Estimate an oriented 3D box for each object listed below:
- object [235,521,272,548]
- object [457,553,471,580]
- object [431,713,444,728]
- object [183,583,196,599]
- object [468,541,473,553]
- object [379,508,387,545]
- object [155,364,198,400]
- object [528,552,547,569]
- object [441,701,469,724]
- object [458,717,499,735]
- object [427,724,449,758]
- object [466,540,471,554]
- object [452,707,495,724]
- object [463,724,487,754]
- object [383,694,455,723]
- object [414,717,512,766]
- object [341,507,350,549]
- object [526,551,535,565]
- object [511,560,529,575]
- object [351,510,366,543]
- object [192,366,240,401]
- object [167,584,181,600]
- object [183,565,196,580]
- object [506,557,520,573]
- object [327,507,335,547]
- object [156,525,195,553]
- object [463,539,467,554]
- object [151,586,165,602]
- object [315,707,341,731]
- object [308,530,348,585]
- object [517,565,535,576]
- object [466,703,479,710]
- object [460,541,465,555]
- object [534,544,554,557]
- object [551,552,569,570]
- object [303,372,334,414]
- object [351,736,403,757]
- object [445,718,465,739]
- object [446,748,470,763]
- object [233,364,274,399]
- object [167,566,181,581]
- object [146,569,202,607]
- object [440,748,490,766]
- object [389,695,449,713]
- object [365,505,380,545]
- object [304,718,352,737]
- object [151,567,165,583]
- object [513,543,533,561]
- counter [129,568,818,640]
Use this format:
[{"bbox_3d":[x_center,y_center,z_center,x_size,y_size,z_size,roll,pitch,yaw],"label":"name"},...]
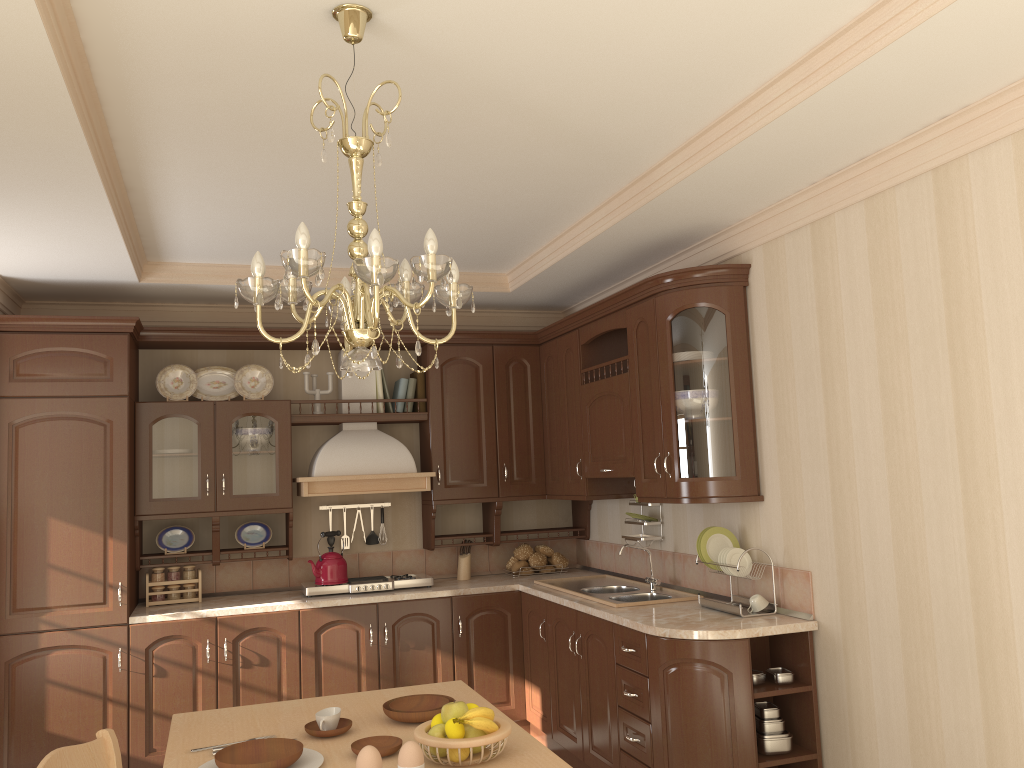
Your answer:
[{"bbox_3d":[-1.450,0.843,4.978,0.202,0.143,0.071,0,-6,-21],"label":"object"},{"bbox_3d":[-0.282,1.098,5.342,0.078,0.148,0.151,-4,-6,19],"label":"object"},{"bbox_3d":[-0.176,0.834,2.177,0.045,0.047,0.055,-4,-6,13],"label":"object"},{"bbox_3d":[-1.750,1.124,4.809,0.068,0.088,0.068,-2,-6,-3],"label":"object"},{"bbox_3d":[-0.259,1.034,5.384,0.022,0.159,0.050,-7,-8,40],"label":"object"},{"bbox_3d":[-0.775,0.853,5.312,0.049,0.219,0.049,3,-8,-41],"label":"object"},{"bbox_3d":[-1.845,-0.010,4.883,0.220,0.210,0.068,0,-6,-20],"label":"object"},{"bbox_3d":[0.154,1.071,5.380,0.110,0.102,0.115,-3,-6,10],"label":"object"},{"bbox_3d":[-0.138,0.803,2.153,0.068,0.061,0.069,-2,-6,-2],"label":"object"},{"bbox_3d":[-0.066,0.823,2.105,0.064,0.094,0.176,-4,-6,18],"label":"object"},{"bbox_3d":[-0.169,0.851,2.118,0.074,0.076,0.072,3,-8,-43],"label":"object"},{"bbox_3d":[-0.268,1.041,5.346,0.053,0.198,0.027,2,-7,-35],"label":"object"},{"bbox_3d":[-0.077,0.807,2.124,0.066,0.085,0.184,-4,-6,19],"label":"object"},{"bbox_3d":[-0.094,0.849,2.126,0.077,0.065,0.076,3,-8,-42],"label":"object"},{"bbox_3d":[-0.262,0.922,2.504,0.204,0.042,0.204,-5,-6,20],"label":"object"},{"bbox_3d":[-0.118,0.863,2.138,0.235,0.068,0.235,-6,-7,28],"label":"object"},{"bbox_3d":[-0.987,0.853,5.243,0.051,0.245,0.003,0,-6,-19],"label":"object"},{"bbox_3d":[0.110,1.074,5.472,0.110,0.092,0.113,-6,-7,33],"label":"object"},{"bbox_3d":[0.049,1.113,5.363,0.104,0.092,0.114,-6,-7,28],"label":"object"},{"bbox_3d":[-0.914,0.845,5.267,0.089,0.195,0.005,0,-6,-19],"label":"object"},{"bbox_3d":[-1.670,-0.003,5.001,0.342,0.209,0.073,-1,-6,-17],"label":"object"},{"bbox_3d":[-1.822,1.124,4.779,0.068,0.088,0.068,-2,-6,-3],"label":"object"},{"bbox_3d":[-1.754,1.024,4.819,0.068,0.088,0.068,-2,-6,-3],"label":"object"},{"bbox_3d":[0.013,1.102,5.427,0.092,0.109,0.123,-7,-7,39],"label":"object"},{"bbox_3d":[-1.066,0.841,5.215,0.048,0.231,0.015,-1,-6,-17],"label":"object"},{"bbox_3d":[-1.840,0.847,4.849,0.202,0.143,0.071,0,-6,-21],"label":"object"},{"bbox_3d":[-0.289,1.039,5.373,0.027,0.191,0.052,-5,-6,27],"label":"object"},{"bbox_3d":[-1.894,1.124,4.748,0.068,0.088,0.068,-2,-6,-3],"label":"object"},{"bbox_3d":[-0.494,0.911,2.378,0.063,0.055,0.119,-3,-6,10],"label":"object"},{"bbox_3d":[-1.000,0.953,4.874,0.181,0.282,0.227,-3,-6,5],"label":"object"},{"bbox_3d":[0.081,1.133,5.394,0.119,0.058,0.114,-7,-7,36],"label":"object"},{"bbox_3d":[-0.103,0.813,2.193,0.054,0.046,0.047,-5,-6,23],"label":"object"},{"bbox_3d":[-0.305,1.048,5.346,0.053,0.198,0.027,2,-7,-35],"label":"object"},{"bbox_3d":[0.198,1.029,5.468,0.112,0.078,0.125,0,-6,-24],"label":"object"},{"bbox_3d":[0.292,1.082,5.425,0.097,0.106,0.117,-5,-6,27],"label":"object"},{"bbox_3d":[-1.142,0.058,5.142,0.174,0.248,0.163,-6,-7,34],"label":"object"},{"bbox_3d":[-0.334,0.901,2.192,0.127,0.026,0.126,-7,-7,36],"label":"object"},{"bbox_3d":[-0.134,0.815,2.090,0.045,0.053,0.051,1,-7,-30],"label":"object"},{"bbox_3d":[-0.127,0.861,2.074,0.055,0.046,0.046,-4,-6,14],"label":"object"},{"bbox_3d":[-1.460,-0.014,5.012,0.220,0.210,0.068,0,-6,-20],"label":"object"},{"bbox_3d":[-1.826,1.024,4.789,0.068,0.088,0.068,-2,-6,-3],"label":"object"},{"bbox_3d":[-1.825,1.097,4.782,0.276,0.170,0.140,0,-6,-23],"label":"object"},{"bbox_3d":[-0.116,0.894,2.135,0.128,0.011,0.128,-5,-6,22],"label":"object"},{"bbox_3d":[-0.261,0.918,2.503,0.168,0.034,0.168,-2,-6,-8],"label":"object"},{"bbox_3d":[-0.837,0.844,5.306,0.088,0.236,0.028,0,-6,-19],"label":"object"},{"bbox_3d":[-0.493,0.927,2.384,0.126,0.026,0.127,-3,-6,8],"label":"object"},{"bbox_3d":[-1.898,1.024,4.758,0.068,0.088,0.068,-2,-6,-3],"label":"object"},{"bbox_3d":[0.071,1.026,5.408,0.118,0.105,0.100,0,-6,-24],"label":"object"},{"bbox_3d":[-0.436,1.076,4.152,2.603,0.034,2.422,0,-6,-19],"label":"counter"}]
